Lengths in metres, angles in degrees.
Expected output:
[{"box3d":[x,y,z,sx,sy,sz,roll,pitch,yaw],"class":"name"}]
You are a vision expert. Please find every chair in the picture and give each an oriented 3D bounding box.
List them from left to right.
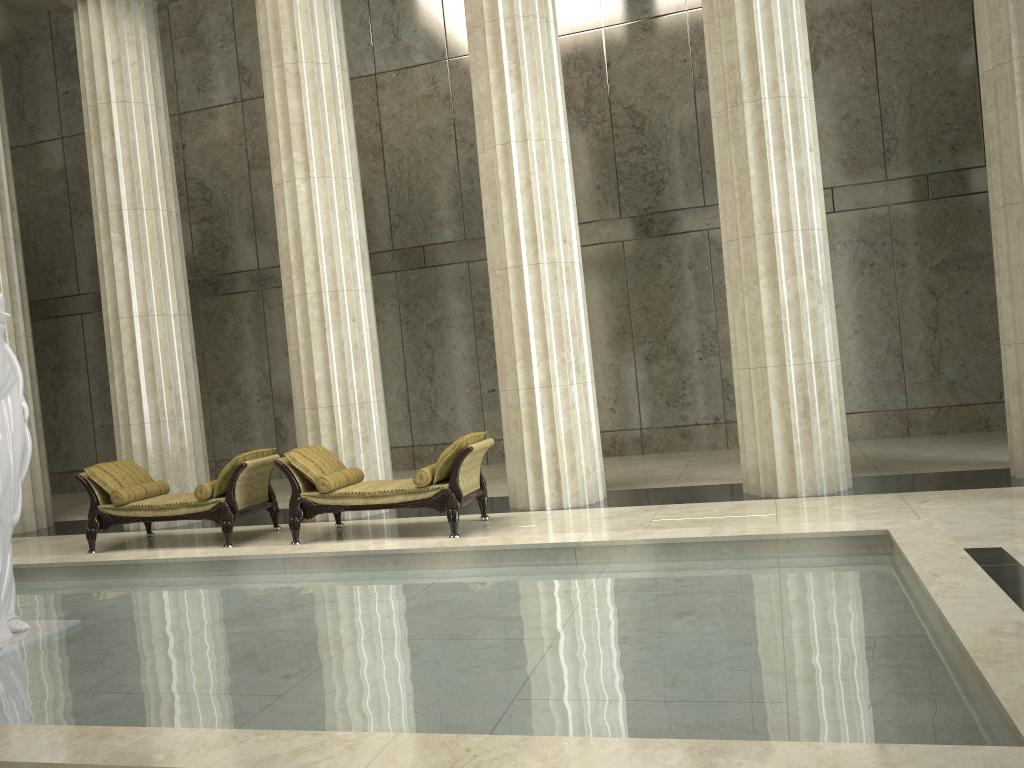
[{"box3d":[-3.628,1.271,9.751,2.172,0.950,0.993,-5,1,16],"class":"chair"},{"box3d":[-1.267,1.053,9.065,2.172,0.950,0.993,-5,1,16],"class":"chair"}]

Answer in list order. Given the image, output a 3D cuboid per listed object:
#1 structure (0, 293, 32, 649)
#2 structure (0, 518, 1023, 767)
[{"box3d":[-3.394,0.278,5.552,0.729,3.044,0.940,-5,1,11],"class":"structure"},{"box3d":[-3.269,1.725,5.612,11.573,0.508,3.754,-5,1,16],"class":"structure"}]
